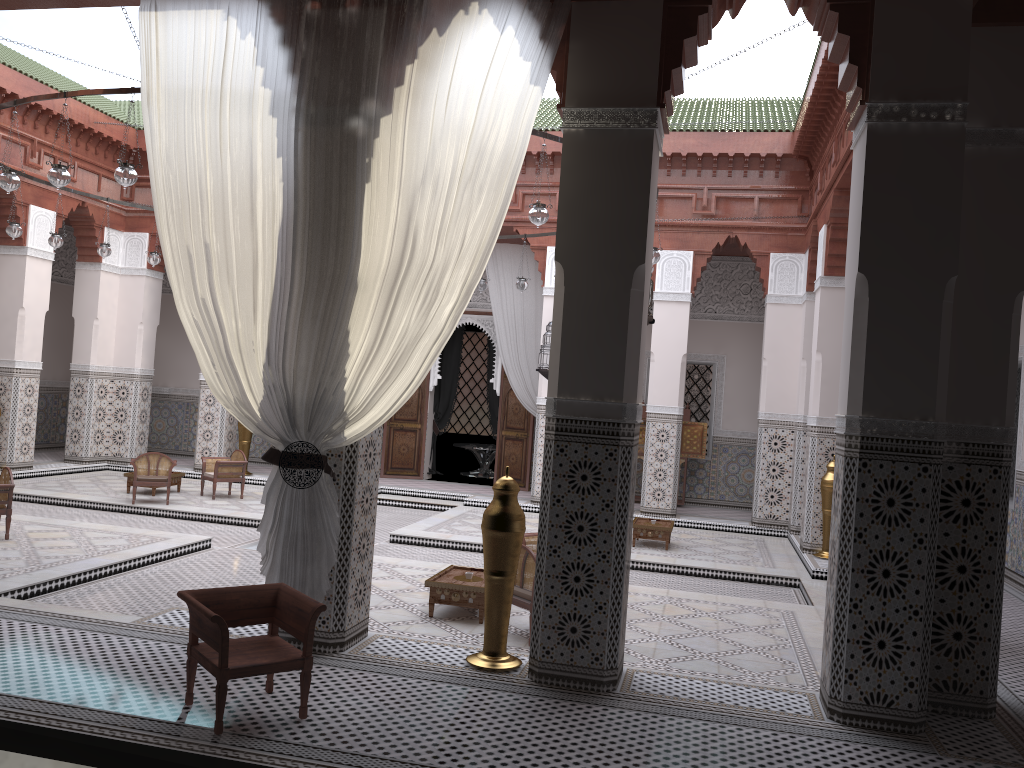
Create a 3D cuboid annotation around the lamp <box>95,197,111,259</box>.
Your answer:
[{"bbox_3d":[-2.442,-0.933,5.323,0.090,0.371,0.091,4,-1,-8],"label":"lamp"}]

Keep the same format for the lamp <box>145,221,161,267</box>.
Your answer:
[{"bbox_3d":[-2.235,-0.916,5.553,0.090,0.371,0.091,4,-1,7],"label":"lamp"}]

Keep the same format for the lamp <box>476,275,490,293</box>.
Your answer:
[{"bbox_3d":[-0.182,-0.769,5.716,0.091,0.371,0.090,4,-1,-13],"label":"lamp"}]

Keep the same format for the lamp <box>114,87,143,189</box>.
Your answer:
[{"bbox_3d":[-1.390,-0.887,3.195,0.091,0.371,0.090,4,-1,27],"label":"lamp"}]

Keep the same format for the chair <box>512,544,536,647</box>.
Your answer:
[{"bbox_3d":[0.092,0.686,2.964,0.208,0.313,0.263,5,-1,-37],"label":"chair"}]

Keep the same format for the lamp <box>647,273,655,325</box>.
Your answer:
[{"bbox_3d":[0.325,-0.352,2.644,0.216,0.552,0.221,4,-1,13],"label":"lamp"}]

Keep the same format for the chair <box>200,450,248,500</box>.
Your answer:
[{"bbox_3d":[-1.879,0.583,5.775,0.208,0.313,0.263,5,-1,-41],"label":"chair"}]

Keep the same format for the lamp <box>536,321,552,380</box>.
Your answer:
[{"bbox_3d":[0.288,-0.276,6.011,0.216,0.618,0.217,4,-1,13],"label":"lamp"}]

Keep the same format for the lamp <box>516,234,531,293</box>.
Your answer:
[{"bbox_3d":[0.078,-0.753,5.552,0.091,0.371,0.090,4,-1,-3],"label":"lamp"}]

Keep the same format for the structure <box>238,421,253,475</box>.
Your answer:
[{"bbox_3d":[-2.015,0.410,6.697,0.156,0.539,0.156,4,-1,-16],"label":"structure"}]

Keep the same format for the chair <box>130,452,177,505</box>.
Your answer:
[{"bbox_3d":[-2.160,0.558,5.330,0.263,0.313,0.208,4,-1,-21],"label":"chair"}]

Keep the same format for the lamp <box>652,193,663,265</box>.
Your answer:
[{"bbox_3d":[0.670,-0.730,4.139,0.090,0.371,0.091,4,-1,-3],"label":"lamp"}]

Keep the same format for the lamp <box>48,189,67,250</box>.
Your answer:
[{"bbox_3d":[-2.595,-0.948,5.046,0.091,0.371,0.090,4,-1,27],"label":"lamp"}]

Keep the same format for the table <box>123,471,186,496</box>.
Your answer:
[{"bbox_3d":[-2.320,0.638,5.758,0.229,0.142,0.330,4,-1,13],"label":"table"}]

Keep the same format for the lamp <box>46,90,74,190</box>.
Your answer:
[{"bbox_3d":[-1.682,-0.906,3.296,0.090,0.371,0.091,5,-1,-43],"label":"lamp"}]

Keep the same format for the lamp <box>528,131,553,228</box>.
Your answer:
[{"bbox_3d":[0.103,-0.779,3.382,0.091,0.371,0.090,4,-1,27],"label":"lamp"}]

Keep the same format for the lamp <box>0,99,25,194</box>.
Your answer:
[{"bbox_3d":[-1.953,-0.923,3.444,0.091,0.371,0.090,4,-1,27],"label":"lamp"}]

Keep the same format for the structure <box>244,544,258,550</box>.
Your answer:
[{"bbox_3d":[-1.058,0.722,4.585,0.528,0.310,0.501,4,-1,13],"label":"structure"}]

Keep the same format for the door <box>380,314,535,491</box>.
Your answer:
[{"bbox_3d":[-0.375,0.075,7.262,1.244,1.461,0.419,4,-1,13],"label":"door"}]

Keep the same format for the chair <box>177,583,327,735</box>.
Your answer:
[{"bbox_3d":[-0.591,0.602,1.981,0.259,0.252,0.234,5,-1,-38],"label":"chair"}]

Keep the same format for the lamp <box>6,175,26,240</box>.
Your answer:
[{"bbox_3d":[-2.663,-0.956,4.745,0.091,0.371,0.090,4,-1,27],"label":"lamp"}]

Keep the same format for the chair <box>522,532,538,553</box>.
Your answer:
[{"bbox_3d":[0.173,0.698,3.486,0.208,0.313,0.263,5,-1,-41],"label":"chair"}]

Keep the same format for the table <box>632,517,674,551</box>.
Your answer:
[{"bbox_3d":[0.801,0.848,5.055,0.229,0.142,0.330,4,-1,13],"label":"table"}]

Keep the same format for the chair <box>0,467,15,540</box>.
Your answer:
[{"bbox_3d":[-2.361,0.526,3.941,0.208,0.313,0.263,5,-1,-41],"label":"chair"}]

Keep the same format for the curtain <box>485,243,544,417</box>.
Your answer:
[{"bbox_3d":[0.361,-0.120,6.362,1.304,1.761,0.048,4,-1,13],"label":"curtain"}]

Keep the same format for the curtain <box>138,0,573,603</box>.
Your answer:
[{"bbox_3d":[-0.536,-0.234,2.407,1.304,1.761,0.137,4,-1,12],"label":"curtain"}]

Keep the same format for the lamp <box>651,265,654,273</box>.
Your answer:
[{"bbox_3d":[0.700,-0.723,4.515,0.091,0.371,0.090,3,-1,37],"label":"lamp"}]

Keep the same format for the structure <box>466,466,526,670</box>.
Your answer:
[{"bbox_3d":[-0.031,0.495,2.443,0.156,0.539,0.156,4,-1,29],"label":"structure"}]

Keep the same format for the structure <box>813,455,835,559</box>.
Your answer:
[{"bbox_3d":[1.690,0.645,4.692,0.156,0.539,0.156,4,-1,-27],"label":"structure"}]

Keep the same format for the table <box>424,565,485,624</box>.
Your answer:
[{"bbox_3d":[-0.162,0.757,3.223,0.229,0.142,0.330,4,-1,13],"label":"table"}]
